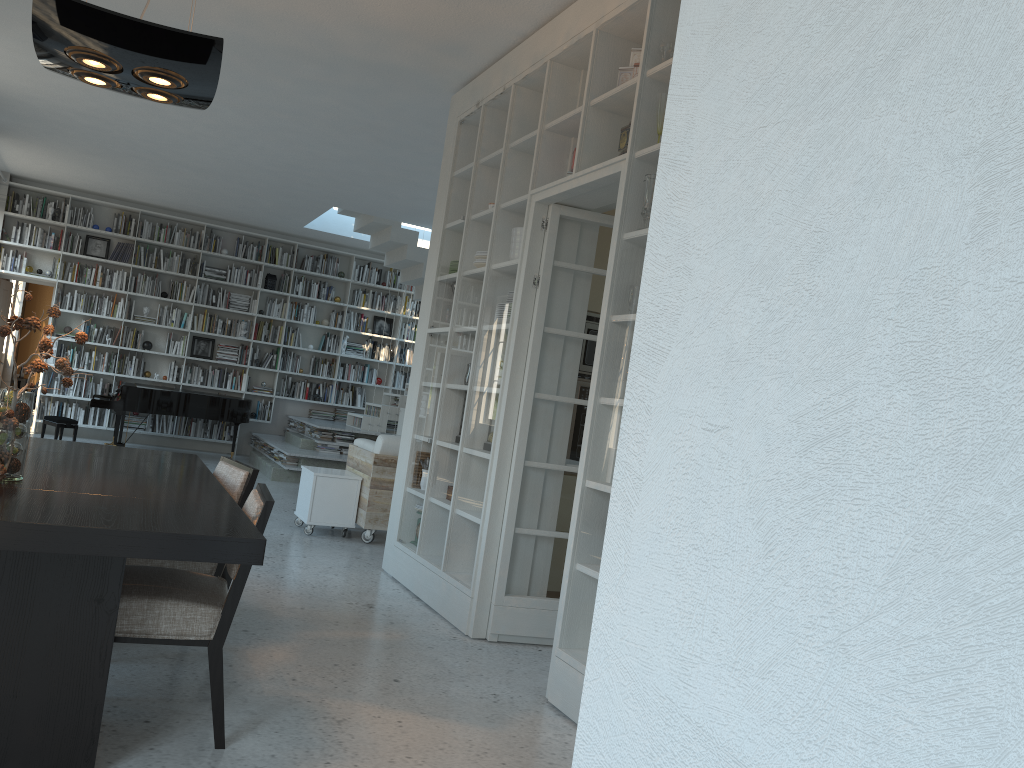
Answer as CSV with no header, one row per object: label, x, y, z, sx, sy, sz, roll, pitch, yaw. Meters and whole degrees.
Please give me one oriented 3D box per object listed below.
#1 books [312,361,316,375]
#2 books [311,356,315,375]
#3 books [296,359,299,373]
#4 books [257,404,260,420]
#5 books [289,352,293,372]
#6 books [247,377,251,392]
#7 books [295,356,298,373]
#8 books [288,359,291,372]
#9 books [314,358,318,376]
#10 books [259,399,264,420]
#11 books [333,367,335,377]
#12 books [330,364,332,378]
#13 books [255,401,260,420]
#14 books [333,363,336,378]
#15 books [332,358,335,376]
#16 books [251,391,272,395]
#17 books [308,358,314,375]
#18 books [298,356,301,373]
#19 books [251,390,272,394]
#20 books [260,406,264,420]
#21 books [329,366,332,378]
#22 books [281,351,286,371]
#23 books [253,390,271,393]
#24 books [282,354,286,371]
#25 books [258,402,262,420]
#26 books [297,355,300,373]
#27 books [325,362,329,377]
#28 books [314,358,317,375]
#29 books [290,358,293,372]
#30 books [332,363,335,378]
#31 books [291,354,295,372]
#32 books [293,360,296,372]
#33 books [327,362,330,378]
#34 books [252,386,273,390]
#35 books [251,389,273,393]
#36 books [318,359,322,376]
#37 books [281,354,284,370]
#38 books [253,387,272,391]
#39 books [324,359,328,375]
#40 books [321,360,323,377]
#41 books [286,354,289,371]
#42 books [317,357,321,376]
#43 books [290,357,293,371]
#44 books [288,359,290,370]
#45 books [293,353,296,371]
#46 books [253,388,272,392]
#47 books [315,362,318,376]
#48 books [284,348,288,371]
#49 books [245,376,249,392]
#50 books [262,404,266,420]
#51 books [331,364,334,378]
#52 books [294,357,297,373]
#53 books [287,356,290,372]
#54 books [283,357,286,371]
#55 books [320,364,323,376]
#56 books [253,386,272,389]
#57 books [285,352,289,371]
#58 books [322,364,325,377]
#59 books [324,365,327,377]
books,-2.919,-0.235,13.021,0.016,0.215,0.177,9,-1,-24
books,-2.939,-0.275,13.041,0.016,0.289,0.131,9,-1,-24
books,-3.143,-0.266,12.927,0.014,0.207,0.180,9,-1,-24
books,-3.629,0.391,12.653,0.012,0.229,0.129,9,-1,-24
books,-3.221,-0.324,12.880,0.014,0.297,0.175,9,-1,-24
books,-3.770,0.003,12.675,0.030,0.210,0.136,9,-1,-24
books,-3.155,-0.283,12.924,0.015,0.238,0.176,9,-1,-24
books,-3.242,-0.271,12.875,0.013,0.186,0.183,9,-1,-24
books,-2.897,-0.253,13.045,0.008,0.259,0.158,9,-1,-24
books,-3.591,0.361,12.671,0.032,0.300,0.149,9,-1,-24
books,-2.656,-0.202,13.173,0.007,0.235,0.131,9,-1,-24
books,-2.698,-0.194,13.140,0.016,0.205,0.141,9,-1,-24
books,-3.631,0.373,12.642,0.005,0.264,0.162,9,-1,-24
books,-2.646,-0.195,13.168,0.009,0.223,0.146,9,-1,-24
books,-2.662,-0.234,13.135,0.007,0.295,0.162,9,-1,-24
books,-3.583,0.131,12.692,0.285,0.012,0.159,9,-2,-21
books,-2.953,-0.258,13.022,0.019,0.251,0.130,9,-1,-24
books,-3.117,-0.284,12.944,0.013,0.251,0.172,9,-1,-24
books,-3.583,0.120,12.697,0.285,0.012,0.159,9,-2,-19
books,-3.578,0.413,12.678,0.013,0.202,0.139,9,-1,-24
books,-2.702,-0.183,13.107,0.016,0.180,0.189,9,-2,-24
books,-3.319,-0.338,12.847,0.018,0.295,0.177,9,-1,-24
books,-3.580,0.108,12.694,0.254,0.012,0.161,9,-2,-18
books,-3.308,-0.330,12.851,0.006,0.281,0.155,9,-1,-24
books,-3.609,0.385,12.643,0.014,0.246,0.176,9,-1,-24
books,-3.128,-0.290,12.938,0.014,0.261,0.141,9,-1,-24
books,-2.753,-0.215,13.098,0.018,0.229,0.181,9,-1,-24
books,-2.908,-0.256,13.040,0.015,0.262,0.149,9,-1,-24
books,-3.217,-0.275,12.903,0.013,0.203,0.167,9,-1,-24
books,-2.665,-0.206,13.164,0.019,0.241,0.134,9,-1,-24
books,-3.196,-0.305,12.898,0.012,0.267,0.183,9,-1,-24
books,-3.182,-0.257,12.922,0.013,0.179,0.140,9,-1,-24
books,-2.726,-0.212,13.124,0.021,0.231,0.155,9,-1,-24
books,-3.573,0.059,12.696,0.285,0.012,0.159,9,-2,-20
books,-3.578,0.096,12.693,0.285,0.012,0.159,9,-2,-21
books,-2.838,-0.240,13.050,0.018,0.251,0.184,9,-1,-24
books,-3.341,-0.313,12.854,0.011,0.239,0.136,9,-1,-24
books,-3.572,0.072,12.687,0.254,0.012,0.161,9,-2,-24
books,-2.761,-0.239,13.094,0.006,0.274,0.172,9,-1,-24
books,-2.818,-0.233,13.092,0.030,0.244,0.135,9,-1,-24
books,-3.271,-0.307,12.863,0.013,0.248,0.165,9,-1,-24
books,-2.858,-0.260,13.069,0.007,0.285,0.159,9,-1,-24
books,-3.223,-0.298,12.901,0.007,0.247,0.153,9,-1,-24
books,-3.253,-0.289,12.874,0.013,0.218,0.160,9,-1,-24
books,-3.184,-0.311,12.921,0.006,0.285,0.159,9,-1,-24
books,-3.577,0.084,12.697,0.254,0.012,0.161,9,-2,-19
books,-2.891,-0.226,13.070,0.031,0.208,0.122,9,-1,-24
books,-3.293,-0.357,12.875,0.007,0.342,0.149,9,-1,-24
books,-3.794,-0.010,12.661,0.027,0.229,0.141,9,-1,-24
books,-3.548,0.405,12.663,0.026,0.224,0.175,9,-1,-24
books,-2.681,-0.191,13.137,0.013,0.204,0.158,9,-1,-24
books,-3.170,-0.277,12.928,0.008,0.223,0.133,9,-1,-24
books,-3.258,-0.294,12.858,0.011,0.226,0.188,9,-1,-24
books,-3.308,-0.290,12.861,0.013,0.204,0.154,9,-1,-24
books,-2.827,-0.204,13.056,0.018,0.182,0.182,9,-2,-24
books,-3.569,0.048,12.689,0.254,0.012,0.161,9,-2,-15
books,-3.276,-0.326,12.857,0.005,0.283,0.159,9,-1,-24
books,-2.793,-0.204,13.083,0.015,0.195,0.175,9,-1,-24
books,-2.777,-0.196,13.086,0.019,0.183,0.190,9,-2,-24
